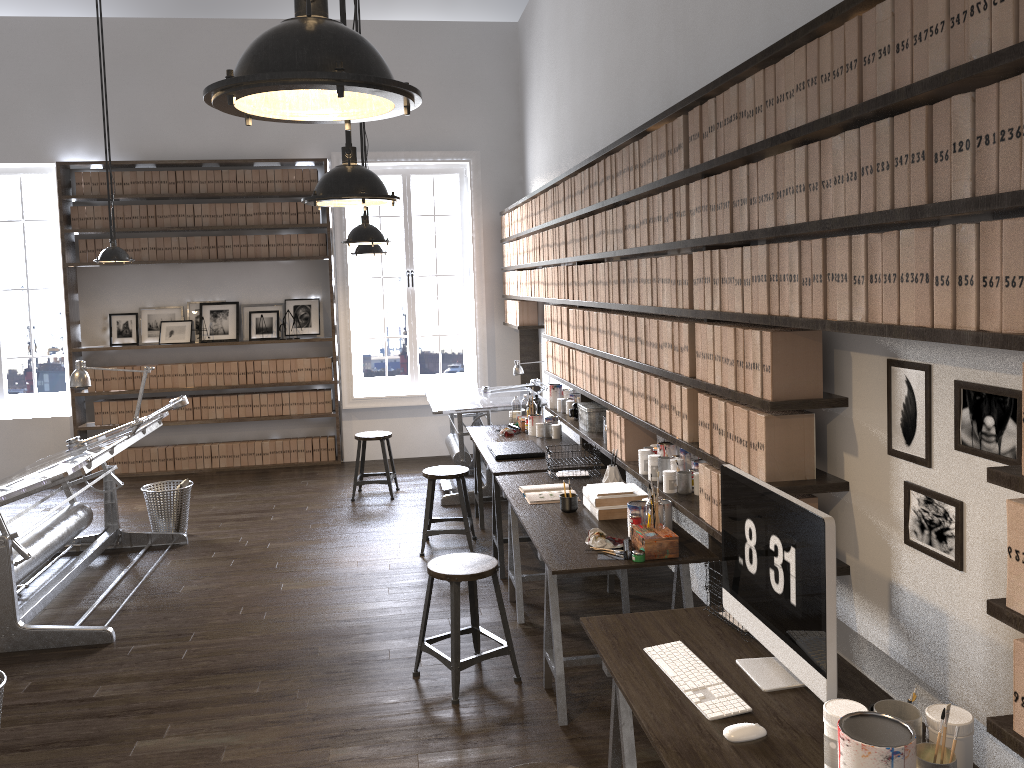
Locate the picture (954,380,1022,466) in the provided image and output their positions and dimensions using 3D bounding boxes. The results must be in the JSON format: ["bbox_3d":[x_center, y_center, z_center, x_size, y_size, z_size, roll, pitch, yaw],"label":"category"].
[{"bbox_3d":[1.173,0.093,2.171,0.023,0.183,0.252,-2,6,-8],"label":"picture"}]

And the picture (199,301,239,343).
[{"bbox_3d":[-2.878,-0.608,8.706,0.373,0.390,0.149,-3,4,-8],"label":"picture"}]

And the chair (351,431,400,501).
[{"bbox_3d":[-1.147,0.679,7.400,0.358,0.526,0.373,-2,5,0],"label":"chair"}]

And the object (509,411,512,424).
[{"bbox_3d":[0.013,0.259,6.700,0.068,0.104,0.068,-2,5,-4],"label":"object"}]

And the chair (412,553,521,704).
[{"bbox_3d":[-0.209,1.053,3.921,0.359,0.526,0.372,-5,6,-35],"label":"chair"}]

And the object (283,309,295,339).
[{"bbox_3d":[-2.190,-0.585,8.694,0.118,0.303,0.040,-2,4,-8],"label":"object"}]

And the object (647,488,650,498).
[{"bbox_3d":[0.558,0.494,3.539,0.038,0.153,0.008,1,5,41],"label":"object"}]

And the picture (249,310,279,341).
[{"bbox_3d":[-2.456,-0.580,8.779,0.290,0.289,0.127,-3,4,-8],"label":"picture"}]

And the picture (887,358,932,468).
[{"bbox_3d":[1.126,0.077,2.503,0.022,0.283,0.202,-2,5,-9],"label":"picture"}]

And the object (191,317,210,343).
[{"bbox_3d":[-3.007,-0.521,8.555,0.174,0.259,0.040,-3,4,-8],"label":"object"}]

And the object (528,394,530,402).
[{"bbox_3d":[0.127,0.145,6.450,0.007,0.213,0.055,0,4,27],"label":"object"}]

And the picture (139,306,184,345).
[{"bbox_3d":[-3.434,-0.573,8.675,0.415,0.364,0.083,-3,4,-8],"label":"picture"}]

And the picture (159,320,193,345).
[{"bbox_3d":[-3.274,-0.502,8.626,0.300,0.228,0.145,-3,5,-8],"label":"picture"}]

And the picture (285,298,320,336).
[{"bbox_3d":[-2.092,-0.668,8.840,0.343,0.363,0.161,-3,4,-8],"label":"picture"}]

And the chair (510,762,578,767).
[{"bbox_3d":[0.081,1.251,2.135,0.372,0.526,0.359,-6,6,-40],"label":"chair"}]

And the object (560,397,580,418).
[{"bbox_3d":[0.449,0.176,6.190,0.236,0.161,0.107,-7,7,-42],"label":"object"}]

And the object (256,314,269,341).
[{"bbox_3d":[-2.437,-0.550,8.651,0.124,0.259,0.040,-3,4,-8],"label":"object"}]

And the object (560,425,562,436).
[{"bbox_3d":[0.320,0.326,6.163,0.054,0.080,0.054,-3,5,-7],"label":"object"}]

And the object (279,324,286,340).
[{"bbox_3d":[-2.242,-0.509,8.655,0.066,0.165,0.040,-2,4,-8],"label":"object"}]

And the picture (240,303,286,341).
[{"bbox_3d":[-2.476,-0.617,8.816,0.434,0.360,0.095,-3,4,-8],"label":"picture"}]

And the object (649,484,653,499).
[{"bbox_3d":[0.564,0.482,3.529,0.008,0.185,0.072,1,5,34],"label":"object"}]

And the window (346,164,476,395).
[{"bbox_3d":[-1.021,-1.036,8.902,1.245,2.302,0.153,-3,4,-8],"label":"window"}]

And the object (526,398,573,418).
[{"bbox_3d":[0.271,0.178,6.428,0.345,0.145,0.077,0,5,14],"label":"object"}]

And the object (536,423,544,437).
[{"bbox_3d":[0.197,0.319,6.164,0.062,0.094,0.062,1,5,32],"label":"object"}]

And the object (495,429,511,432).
[{"bbox_3d":[-0.060,0.338,6.430,0.157,0.006,0.006,-6,6,-29],"label":"object"}]

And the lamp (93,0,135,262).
[{"bbox_3d":[-3.276,-2.117,7.144,0.313,2.245,0.311,-4,4,-28],"label":"lamp"}]

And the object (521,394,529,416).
[{"bbox_3d":[0.104,0.197,6.639,0.068,0.236,0.069,-3,4,-11],"label":"object"}]

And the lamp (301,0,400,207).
[{"bbox_3d":[-0.551,-1.697,2.761,0.312,2.245,0.312,-1,4,16],"label":"lamp"}]

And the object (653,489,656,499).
[{"bbox_3d":[0.579,0.498,3.542,0.005,0.151,0.045,-4,4,-26],"label":"object"}]

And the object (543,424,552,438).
[{"bbox_3d":[0.248,0.324,6.116,0.062,0.093,0.063,2,6,41],"label":"object"}]

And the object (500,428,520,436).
[{"bbox_3d":[-0.030,0.334,6.328,0.132,0.050,0.198,0,7,21],"label":"object"}]

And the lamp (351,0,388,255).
[{"bbox_3d":[-1.245,-2.218,7.434,0.313,2.245,0.311,-4,4,-28],"label":"lamp"}]

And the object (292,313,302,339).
[{"bbox_3d":[-2.124,-0.570,8.733,0.110,0.261,0.040,-3,4,-8],"label":"object"}]

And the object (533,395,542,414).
[{"bbox_3d":[0.188,0.196,6.651,0.068,0.229,0.069,-3,4,-11],"label":"object"}]

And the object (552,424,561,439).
[{"bbox_3d":[0.303,0.326,6.077,0.062,0.094,0.062,2,6,41],"label":"object"}]

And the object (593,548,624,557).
[{"bbox_3d":[0.382,0.668,3.511,0.005,0.005,0.158,-7,8,-42],"label":"object"}]

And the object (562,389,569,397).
[{"bbox_3d":[0.402,0.107,6.608,0.051,0.139,0.050,-3,4,-11],"label":"object"}]

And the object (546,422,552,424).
[{"bbox_3d":[0.259,0.316,6.173,0.044,0.101,0.045,-3,4,-8],"label":"object"}]

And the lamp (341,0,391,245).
[{"bbox_3d":[-0.957,-2.004,5.512,0.313,2.245,0.311,-4,4,-28],"label":"lamp"}]

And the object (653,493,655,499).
[{"bbox_3d":[0.569,0.502,3.523,0.005,0.147,0.033,1,5,35],"label":"object"}]

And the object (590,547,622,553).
[{"bbox_3d":[0.375,0.659,3.522,0.011,0.017,0.172,-6,7,-39],"label":"object"}]

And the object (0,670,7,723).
[{"bbox_3d":[-1.986,1.269,3.150,0.353,0.376,0.354,-1,5,13],"label":"object"}]

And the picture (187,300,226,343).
[{"bbox_3d":[-3.010,-0.615,8.739,0.369,0.404,0.091,-3,4,-8],"label":"picture"}]

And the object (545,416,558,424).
[{"bbox_3d":[0.280,0.295,6.238,0.094,0.127,0.095,-2,5,-4],"label":"object"}]

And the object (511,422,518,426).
[{"bbox_3d":[0.018,0.307,6.581,0.049,0.037,0.049,-3,6,-12],"label":"object"}]

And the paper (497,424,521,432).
[{"bbox_3d":[-0.028,0.323,6.462,0.137,0.038,0.155,-5,7,-23],"label":"paper"}]

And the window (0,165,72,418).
[{"bbox_3d":[-4.957,-0.845,8.453,1.483,2.489,0.153,-3,4,-8],"label":"window"}]

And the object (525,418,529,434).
[{"bbox_3d":[0.119,0.298,6.330,0.049,0.111,0.050,-3,4,-12],"label":"object"}]

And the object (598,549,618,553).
[{"bbox_3d":[0.379,0.666,3.530,0.119,0.006,0.008,4,8,41],"label":"object"}]

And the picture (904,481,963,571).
[{"bbox_3d":[1.151,0.381,2.415,0.023,0.183,0.252,-2,6,-8],"label":"picture"}]

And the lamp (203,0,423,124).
[{"bbox_3d":[-0.325,-1.526,1.226,0.312,2.245,0.312,-1,4,16],"label":"lamp"}]

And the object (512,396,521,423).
[{"bbox_3d":[0.034,0.204,6.629,0.068,0.229,0.069,-3,4,-11],"label":"object"}]

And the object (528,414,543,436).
[{"bbox_3d":[0.167,0.289,6.269,0.104,0.141,0.105,-3,5,-16],"label":"object"}]

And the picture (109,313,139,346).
[{"bbox_3d":[-3.786,-0.533,8.644,0.267,0.314,0.058,-3,4,-8],"label":"picture"}]

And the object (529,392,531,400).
[{"bbox_3d":[0.136,0.154,6.467,0.008,0.186,0.071,-2,4,-7],"label":"object"}]

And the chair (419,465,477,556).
[{"bbox_3d":[-0.428,0.832,5.880,0.358,0.526,0.373,-2,5,0],"label":"chair"}]

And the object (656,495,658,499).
[{"bbox_3d":[0.575,0.505,3.523,0.011,0.135,0.005,-1,4,12],"label":"object"}]

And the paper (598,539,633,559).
[{"bbox_3d":[0.408,0.652,3.504,0.137,0.038,0.156,-1,7,6],"label":"paper"}]
